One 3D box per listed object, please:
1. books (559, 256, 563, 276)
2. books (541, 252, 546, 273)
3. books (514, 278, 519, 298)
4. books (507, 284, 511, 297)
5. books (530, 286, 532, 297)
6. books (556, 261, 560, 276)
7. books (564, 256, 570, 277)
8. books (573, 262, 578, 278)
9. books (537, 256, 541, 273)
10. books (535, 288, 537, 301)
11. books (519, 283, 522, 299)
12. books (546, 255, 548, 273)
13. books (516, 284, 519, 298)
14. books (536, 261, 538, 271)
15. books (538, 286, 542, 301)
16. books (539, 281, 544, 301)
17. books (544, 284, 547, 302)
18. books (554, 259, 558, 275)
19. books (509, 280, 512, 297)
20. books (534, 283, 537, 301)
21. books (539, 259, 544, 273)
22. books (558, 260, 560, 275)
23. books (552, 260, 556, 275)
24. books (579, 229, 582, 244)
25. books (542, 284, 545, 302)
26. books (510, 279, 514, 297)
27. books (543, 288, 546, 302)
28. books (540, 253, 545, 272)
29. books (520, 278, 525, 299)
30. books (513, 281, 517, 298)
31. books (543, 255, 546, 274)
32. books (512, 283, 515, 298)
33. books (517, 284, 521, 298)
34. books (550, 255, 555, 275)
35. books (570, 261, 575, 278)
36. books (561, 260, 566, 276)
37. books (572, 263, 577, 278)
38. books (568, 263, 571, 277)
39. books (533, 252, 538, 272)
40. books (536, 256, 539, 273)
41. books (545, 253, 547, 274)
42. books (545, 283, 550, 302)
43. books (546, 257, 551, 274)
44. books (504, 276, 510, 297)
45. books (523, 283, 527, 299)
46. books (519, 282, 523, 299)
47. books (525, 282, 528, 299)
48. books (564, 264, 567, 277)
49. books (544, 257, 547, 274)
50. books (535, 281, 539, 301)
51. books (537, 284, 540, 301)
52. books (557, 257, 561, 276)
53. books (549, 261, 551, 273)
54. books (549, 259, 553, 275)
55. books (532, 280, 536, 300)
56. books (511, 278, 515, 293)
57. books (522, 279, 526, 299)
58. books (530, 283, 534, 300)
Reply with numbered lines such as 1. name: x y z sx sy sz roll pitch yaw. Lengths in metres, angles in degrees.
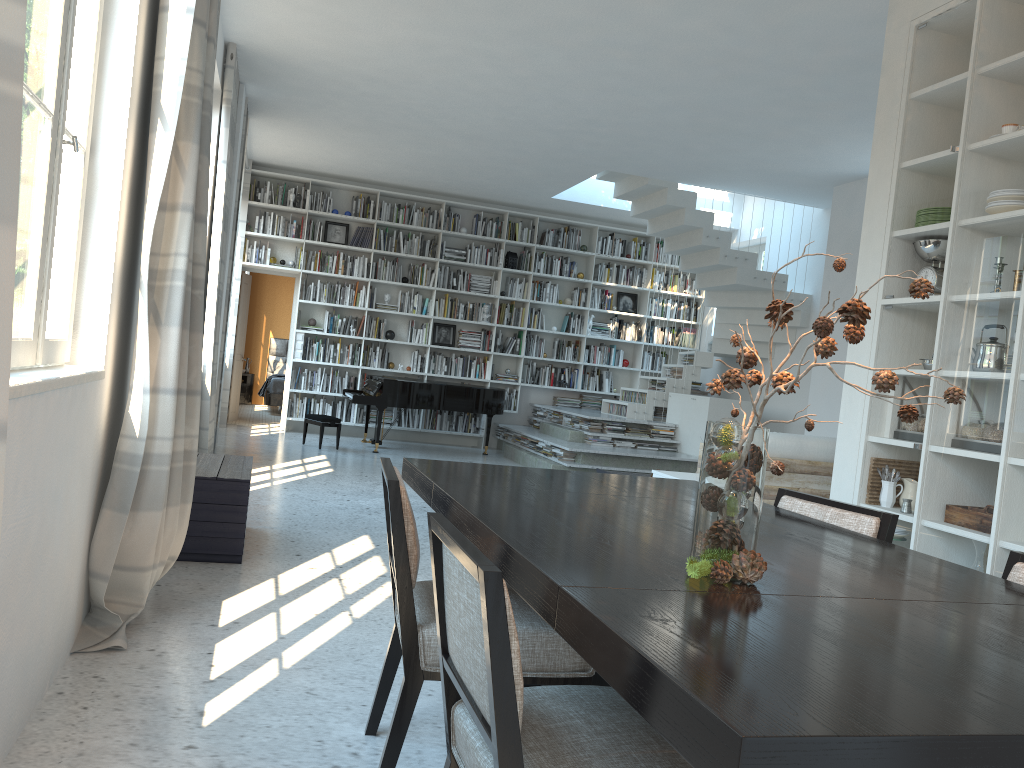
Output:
1. books: 0.646 -1.577 11.970 0.012 0.285 0.159 6 1 -16
2. books: 0.405 -1.613 11.884 0.014 0.307 0.152 6 2 -16
3. books: 0.041 -1.266 11.786 0.028 0.275 0.186 6 1 -16
4. books: -0.057 -1.231 11.772 0.028 0.185 0.181 6 1 -16
5. books: 0.215 -1.237 11.849 0.028 0.251 0.190 6 1 -16
6. books: 0.594 -1.544 11.928 0.021 0.209 0.180 6 1 -16
7. books: 0.728 -1.568 11.965 0.029 0.285 0.183 6 1 -16
8. books: 0.843 -1.528 12.030 0.026 0.229 0.140 6 1 -16
9. books: 0.345 -1.588 11.877 0.026 0.243 0.148 6 1 -16
10. books: 0.299 -1.192 11.891 0.021 0.179 0.136 6 1 -16
11. books: 0.087 -1.229 11.816 0.029 0.211 0.157 6 1 -16
12. books: 0.449 -1.594 11.919 0.012 0.276 0.133 6 2 -16
13. books: 0.049 -1.225 11.802 0.024 0.195 0.172 6 1 -16
14. books: 0.315 -1.610 11.879 0.011 0.280 0.133 6 2 -16
15. books: 0.349 -1.205 11.903 0.026 0.216 0.161 6 1 -16
16. books: 0.377 -1.234 11.889 0.014 0.280 0.177 6 1 -16
17. books: 0.427 -1.217 11.925 0.011 0.257 0.131 6 1 -16
18. books: 0.571 -1.561 11.936 0.023 0.237 0.149 6 1 -16
19. books: -0.041 -1.259 11.797 0.024 0.242 0.159 6 1 -16
20. books: 0.289 -1.227 11.874 0.014 0.248 0.176 6 1 -16
21. books: 0.372 -1.567 11.867 0.026 0.208 0.181 6 1 -16
22. books: 0.606 -1.550 11.945 0.011 0.222 0.159 6 1 -16
23. books: 0.544 -1.553 11.941 0.025 0.216 0.144 6 1 -16
24. books: 0.901 -1.930 12.002 0.006 0.306 0.163 6 1 -16
25. books: 0.391 -1.211 11.900 0.022 0.237 0.164 6 1 -16
26. books: -0.023 -1.260 11.796 0.028 0.250 0.164 6 1 -16
27. books: 0.408 -1.188 11.915 0.025 0.194 0.171 6 1 -16
28. books: 0.390 -1.603 11.887 0.011 0.283 0.172 6 1 -16
29. books: 0.124 -1.267 11.833 0.028 0.293 0.154 6 1 -16
30. books: 0.017 -1.249 11.803 0.023 0.236 0.178 6 1 -16
31. books: 0.415 -1.593 11.887 0.010 0.269 0.166 6 1 -16
32. books: 0.000 -1.237 11.804 0.023 0.207 0.170 6 1 -16
33. books: 0.067 -1.224 11.810 0.027 0.196 0.185 6 1 -16
34. books: 0.529 -1.589 11.937 0.013 0.284 0.154 6 1 -16
35. books: 0.794 -1.536 11.988 0.054 0.235 0.171 6 1 -16
36. books: 0.669 -1.551 11.959 0.030 0.238 0.185 6 1 -16
37. books: 0.812 -1.525 12.003 0.048 0.216 0.182 6 1 -16
38. books: 0.749 -1.530 11.988 0.030 0.213 0.156 6 1 -16
39. books: 0.309 -1.612 11.857 0.012 0.285 0.159 6 1 -16
40. books: 0.325 -1.588 11.877 0.012 0.240 0.138 6 1 -16
41. books: 0.436 -1.605 11.908 0.021 0.296 0.138 6 2 -16
42. books: 0.454 -1.217 11.908 0.030 0.263 0.182 6 1 -16
43. books: 0.472 -1.573 11.902 0.027 0.241 0.160 6 1 -16
44. books: -0.069 -1.284 11.788 0.018 0.285 0.159 6 1 -16
45. books: 0.157 -1.231 11.825 0.028 0.230 0.176 6 1 -16
46. books: 0.105 -1.239 11.828 0.024 0.234 0.149 6 1 -16
47. books: 0.171 -1.234 11.845 0.026 0.238 0.173 6 1 -16
48. books: 0.692 -1.520 11.972 0.027 0.181 0.176 6 1 -16
49. books: 0.421 -1.576 11.899 0.012 0.236 0.165 6 1 -16
50. books: 0.317 -1.243 11.910 0.014 0.284 0.135 6 2 -16
51. books: 0.332 -1.217 11.895 0.013 0.236 0.157 6 1 -16
52. books: 0.619 -1.570 11.949 0.012 0.265 0.156 6 1 -16
53. books: 0.486 -1.559 11.926 0.014 0.215 0.132 6 1 -16
54. books: 0.505 -1.561 11.935 0.028 0.223 0.142 6 1 -16
55. books: 0.273 -1.244 11.885 0.014 0.278 0.153 6 1 -16
56. books: -0.007 -1.272 11.801 0.019 0.275 0.146 6 1 -16
57. books: 0.139 -1.257 11.836 0.025 0.277 0.173 6 1 -16
58. books: 0.249 -1.229 11.884 0.030 0.242 0.138 6 1 -16
